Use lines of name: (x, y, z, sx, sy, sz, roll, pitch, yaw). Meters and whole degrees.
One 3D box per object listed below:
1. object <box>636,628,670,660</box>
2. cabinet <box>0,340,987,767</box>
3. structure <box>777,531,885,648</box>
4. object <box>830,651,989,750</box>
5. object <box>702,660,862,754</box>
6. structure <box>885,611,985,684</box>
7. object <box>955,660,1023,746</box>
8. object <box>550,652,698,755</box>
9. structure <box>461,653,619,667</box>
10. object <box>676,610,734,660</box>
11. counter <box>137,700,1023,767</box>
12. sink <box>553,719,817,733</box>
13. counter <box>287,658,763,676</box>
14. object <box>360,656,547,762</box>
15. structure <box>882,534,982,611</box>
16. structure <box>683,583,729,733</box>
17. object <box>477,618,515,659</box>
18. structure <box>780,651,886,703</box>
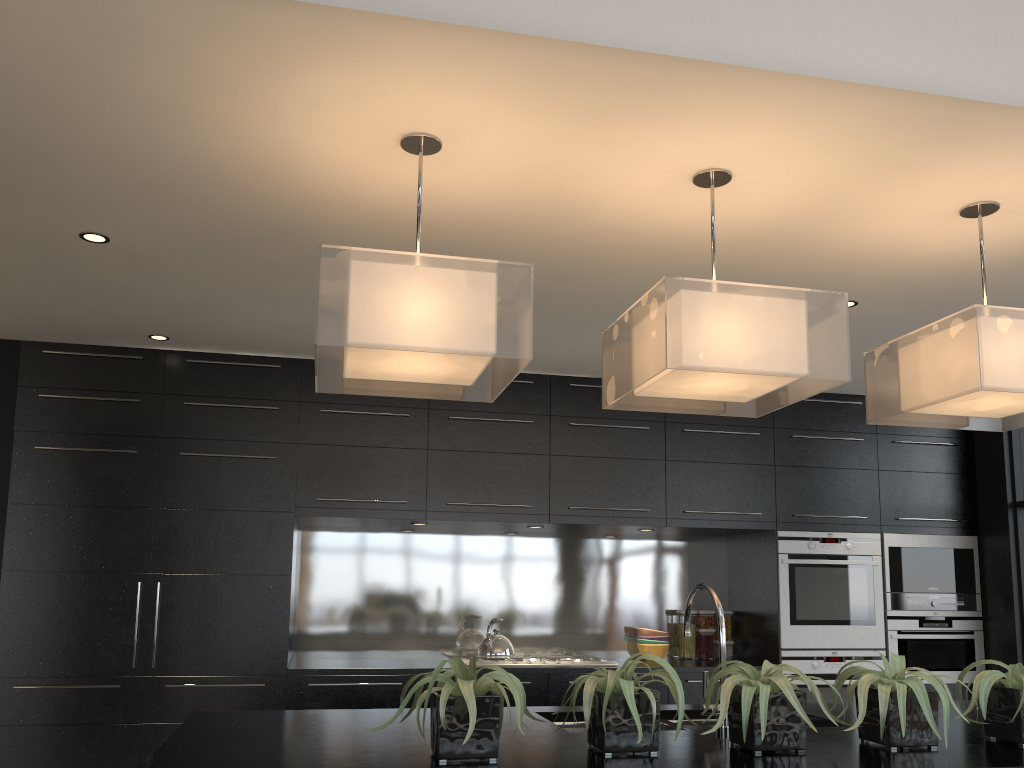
object: (0.913, 1.685, 5.721, 0.205, 0.202, 0.188, 3, -11, -11)
cabinet: (0.142, 1.250, 5.374, 5.732, 2.489, 0.738, 3, -9, -12)
structure: (1.961, 1.266, 5.431, 0.702, 0.696, 0.087, 3, -8, -12)
object: (1.056, 0.832, 2.328, 0.407, 0.235, 0.404, -2, -12, 13)
object: (0.688, 0.819, 2.247, 0.407, 0.214, 0.404, -2, -12, 13)
structure: (2.653, 1.645, 5.522, 0.679, 0.438, 0.071, 3, -8, -12)
object: (1.422, 0.879, 2.462, 0.398, 0.214, 0.413, -2, -12, 13)
object: (0.258, 0.787, 2.183, 0.398, 0.235, 0.413, -2, -12, 13)
structure: (0.134, 1.673, 5.320, 0.901, 0.065, 0.529, 4, -13, -12)
object: (1.276, 1.655, 5.829, 0.366, 0.311, 0.115, 3, -9, -12)
counter: (0.644, 1.011, 2.531, 3.117, 0.031, 1.199, 4, -14, -12)
sink: (0.550, 1.155, 2.741, 0.923, 0.157, 0.468, 4, -13, -12)
counter: (0.130, 1.700, 5.335, 2.863, 0.033, 0.742, 4, -14, -12)
object: (-0.148, 0.768, 2.123, 0.407, 0.235, 0.404, -2, -12, 13)
structure: (2.659, 1.192, 5.585, 0.677, 0.467, 0.027, 3, -8, -12)
structure: (0.580, 1.148, 2.806, 2.779, 1.004, 0.665, 4, -10, -12)
object: (-0.093, 1.496, 5.213, 0.221, 0.226, 0.224, 4, -11, -19)
structure: (1.951, 1.970, 5.331, 0.702, 0.696, 0.087, 3, -8, -12)
